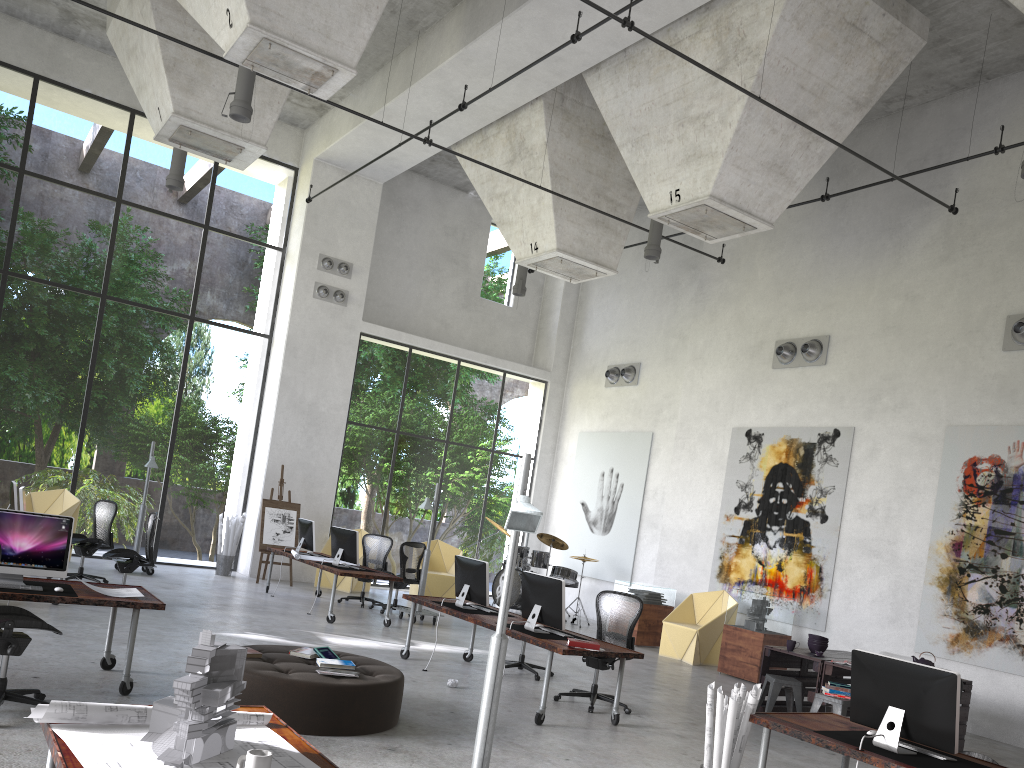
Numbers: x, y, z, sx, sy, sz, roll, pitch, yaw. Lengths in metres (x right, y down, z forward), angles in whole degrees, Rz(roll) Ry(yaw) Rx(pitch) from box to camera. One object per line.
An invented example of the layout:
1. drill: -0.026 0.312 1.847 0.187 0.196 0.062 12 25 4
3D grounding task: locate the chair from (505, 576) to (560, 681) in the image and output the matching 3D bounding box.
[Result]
1. chair: 0.157 2.796 10.276 0.786 1.180 0.781 6 -4 41

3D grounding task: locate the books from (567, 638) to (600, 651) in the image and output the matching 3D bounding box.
1. books: 0.645 2.352 7.947 0.285 0.052 0.204 9 -8 -1

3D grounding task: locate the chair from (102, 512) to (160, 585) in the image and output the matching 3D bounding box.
1. chair: -4.791 2.157 10.993 0.803 1.180 0.765 12 -5 -44

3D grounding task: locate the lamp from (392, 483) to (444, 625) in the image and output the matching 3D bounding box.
1. lamp: -1.294 2.574 13.426 0.603 2.144 0.575 10 -2 -33

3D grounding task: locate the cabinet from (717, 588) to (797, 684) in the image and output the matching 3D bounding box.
1. cabinet: 3.519 3.634 12.637 0.601 1.250 0.739 10 -3 -33

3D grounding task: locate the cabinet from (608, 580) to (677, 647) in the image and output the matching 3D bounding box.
1. cabinet: 2.192 3.901 14.889 0.752 1.009 0.732 11 -4 -33

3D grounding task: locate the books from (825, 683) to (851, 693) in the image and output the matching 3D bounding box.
1. books: 3.292 3.062 8.851 0.253 0.032 0.177 6 -9 18

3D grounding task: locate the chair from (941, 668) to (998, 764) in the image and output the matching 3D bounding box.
1. chair: 2.984 2.554 5.935 0.781 1.180 0.787 12 -5 -44

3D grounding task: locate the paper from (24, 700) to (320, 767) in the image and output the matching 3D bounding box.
1. paper: -1.167 1.341 3.241 0.989 0.104 1.072 15 -11 -37

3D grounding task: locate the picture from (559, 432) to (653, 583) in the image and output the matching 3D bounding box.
1. picture: 1.870 2.482 18.026 0.021 3.006 2.327 9 -4 -33

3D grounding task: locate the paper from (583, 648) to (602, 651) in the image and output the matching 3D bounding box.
1. paper: 0.668 2.388 7.970 0.290 0.001 0.212 9 -9 -1

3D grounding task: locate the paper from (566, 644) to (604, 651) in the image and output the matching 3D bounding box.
1. paper: 0.668 2.387 7.970 0.288 0.001 0.214 4 -10 29

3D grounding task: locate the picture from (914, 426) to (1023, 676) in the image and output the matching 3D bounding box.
1. picture: 6.149 2.000 10.704 0.021 3.006 2.208 9 -3 -33

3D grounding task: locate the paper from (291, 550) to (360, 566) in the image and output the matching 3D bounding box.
1. paper: -2.879 2.667 13.530 1.085 0.104 0.977 12 -9 -23

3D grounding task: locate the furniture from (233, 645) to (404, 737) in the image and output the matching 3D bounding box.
1. furniture: -1.634 2.440 7.076 1.526 0.426 1.506 13 -9 -31

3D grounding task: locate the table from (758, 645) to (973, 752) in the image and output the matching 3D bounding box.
1. table: 3.843 3.462 9.679 1.524 0.791 1.597 13 -8 -33

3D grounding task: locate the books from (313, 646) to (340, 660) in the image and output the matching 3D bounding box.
1. books: -1.530 2.238 7.259 0.203 0.102 0.146 2 -9 42

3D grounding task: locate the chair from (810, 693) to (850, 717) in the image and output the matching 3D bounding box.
1. chair: 3.237 3.385 8.827 0.443 0.487 0.418 12 -5 -38

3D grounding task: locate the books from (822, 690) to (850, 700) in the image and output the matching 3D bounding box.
1. books: 3.286 3.128 8.846 0.283 0.035 0.200 7 -9 13

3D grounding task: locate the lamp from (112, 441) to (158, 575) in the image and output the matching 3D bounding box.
1. lamp: -5.967 1.990 14.214 0.585 2.144 0.592 10 -2 -33

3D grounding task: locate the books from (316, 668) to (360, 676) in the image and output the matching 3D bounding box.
1. books: -1.336 2.213 6.753 0.301 0.040 0.222 8 -8 2

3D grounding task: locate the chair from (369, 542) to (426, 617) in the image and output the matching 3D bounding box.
1. chair: -1.824 3.088 14.109 0.787 1.180 0.780 7 -3 21

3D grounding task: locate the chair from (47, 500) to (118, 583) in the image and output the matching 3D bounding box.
1. chair: -5.877 2.174 12.166 0.766 1.180 0.803 7 -4 21

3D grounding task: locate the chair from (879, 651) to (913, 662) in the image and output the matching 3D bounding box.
1. chair: 4.602 3.744 10.834 0.689 0.815 0.784 5 -6 42

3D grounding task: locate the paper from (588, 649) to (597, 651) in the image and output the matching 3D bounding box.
1. paper: 0.668 2.387 7.970 0.288 0.001 0.214 2 -11 39

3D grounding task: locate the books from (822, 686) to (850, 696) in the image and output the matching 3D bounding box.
1. books: 3.291 3.094 8.846 0.284 0.033 0.199 9 -8 -2

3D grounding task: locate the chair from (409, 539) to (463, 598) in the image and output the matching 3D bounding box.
1. chair: -1.444 3.594 16.904 0.984 1.164 0.937 10 -4 -13

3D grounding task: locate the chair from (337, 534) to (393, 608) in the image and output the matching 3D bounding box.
1. chair: -2.370 3.069 14.523 0.769 1.180 0.799 8 -3 6

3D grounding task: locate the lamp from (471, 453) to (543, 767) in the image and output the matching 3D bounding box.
1. lamp: -0.074 1.451 4.941 0.581 2.144 0.596 9 -1 -8

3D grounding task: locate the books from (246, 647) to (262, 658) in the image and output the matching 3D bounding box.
1. books: -2.118 2.130 6.973 0.177 0.032 0.253 16 -11 -41

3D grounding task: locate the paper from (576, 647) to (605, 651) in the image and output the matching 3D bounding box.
1. paper: 0.676 2.388 7.973 0.292 0.001 0.211 11 -9 -16

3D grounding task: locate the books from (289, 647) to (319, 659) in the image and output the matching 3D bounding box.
1. books: -1.700 2.236 7.305 0.196 0.035 0.289 7 -9 13

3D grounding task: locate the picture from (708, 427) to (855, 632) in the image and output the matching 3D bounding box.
1. picture: 4.134 2.169 13.780 0.021 3.006 2.345 9 -4 -33

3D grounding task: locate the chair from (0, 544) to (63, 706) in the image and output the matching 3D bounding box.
1. chair: -3.359 1.581 5.854 0.765 1.180 0.804 7 -4 31

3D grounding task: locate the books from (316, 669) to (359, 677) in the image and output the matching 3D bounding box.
1. books: -1.338 2.216 6.727 0.302 0.031 0.220 11 -9 -18

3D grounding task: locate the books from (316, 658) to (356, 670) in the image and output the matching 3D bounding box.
1. books: -1.409 2.238 7.025 0.287 0.033 0.198 12 -9 -20

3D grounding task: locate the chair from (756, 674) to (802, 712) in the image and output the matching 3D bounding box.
1. chair: 2.939 3.461 9.608 0.419 0.487 0.441 8 -4 2

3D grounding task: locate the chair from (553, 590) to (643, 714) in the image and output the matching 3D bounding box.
1. chair: 0.942 2.721 9.023 0.765 1.180 0.803 7 -4 26

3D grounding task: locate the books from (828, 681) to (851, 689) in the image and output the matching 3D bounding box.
1. books: 3.300 3.034 8.849 0.203 0.025 0.146 7 -9 13

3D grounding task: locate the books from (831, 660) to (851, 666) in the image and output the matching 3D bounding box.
1. books: 3.531 2.937 9.265 0.302 0.030 0.227 5 -9 25
